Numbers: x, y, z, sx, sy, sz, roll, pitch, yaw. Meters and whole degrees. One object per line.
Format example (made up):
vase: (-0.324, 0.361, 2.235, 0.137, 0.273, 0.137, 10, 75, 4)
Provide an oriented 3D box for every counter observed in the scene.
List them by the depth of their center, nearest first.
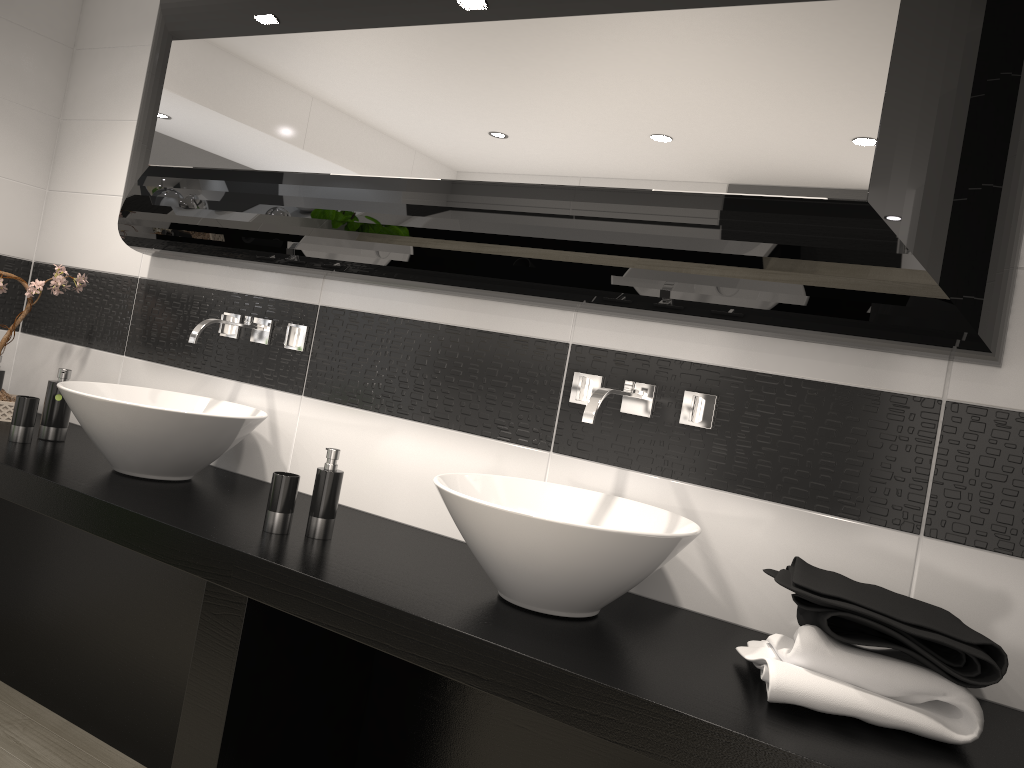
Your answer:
counter: (-0.491, 0.393, 2.151, 3.854, 0.084, 0.653, 11, 1, 31)

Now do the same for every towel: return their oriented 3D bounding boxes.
towel: (0.601, 0.491, 1.574, 0.391, 0.133, 0.405, 10, 0, 16)
towel: (0.642, 0.427, 1.598, 0.388, 0.131, 0.405, 10, 0, 18)

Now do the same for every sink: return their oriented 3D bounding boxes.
sink: (0.095, 0.347, 1.842, 0.560, 0.212, 0.559, 10, 0, 9)
sink: (-0.991, 0.145, 2.494, 0.558, 0.212, 0.560, 10, 0, -16)

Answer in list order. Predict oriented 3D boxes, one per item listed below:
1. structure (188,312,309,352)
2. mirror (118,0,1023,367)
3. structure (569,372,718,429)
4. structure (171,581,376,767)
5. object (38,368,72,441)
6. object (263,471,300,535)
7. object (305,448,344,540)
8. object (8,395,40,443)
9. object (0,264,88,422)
structure: (-0.842, -0.160, 2.657, 0.368, 0.108, 0.258, 10, 0, 31)
mirror: (-0.130, -0.693, 2.312, 2.620, 0.902, 0.257, 10, -1, 31)
structure: (0.241, 0.041, 2.006, 0.368, 0.108, 0.258, 10, 0, 31)
structure: (-0.540, 0.815, 2.020, 0.126, 0.762, 0.463, 9, -1, 30)
object: (-1.419, 0.063, 2.771, 0.079, 0.221, 0.079, 10, -1, 20)
object: (-0.534, 0.275, 2.054, 0.063, 0.134, 0.063, 11, -1, -25)
object: (-0.435, 0.255, 2.078, 0.063, 0.208, 0.063, 10, -1, 10)
object: (-1.450, 0.105, 2.633, 0.063, 0.134, 0.063, 11, -1, -25)
object: (-1.832, -0.181, 3.016, 0.626, 0.561, 0.261, 10, -1, -29)
